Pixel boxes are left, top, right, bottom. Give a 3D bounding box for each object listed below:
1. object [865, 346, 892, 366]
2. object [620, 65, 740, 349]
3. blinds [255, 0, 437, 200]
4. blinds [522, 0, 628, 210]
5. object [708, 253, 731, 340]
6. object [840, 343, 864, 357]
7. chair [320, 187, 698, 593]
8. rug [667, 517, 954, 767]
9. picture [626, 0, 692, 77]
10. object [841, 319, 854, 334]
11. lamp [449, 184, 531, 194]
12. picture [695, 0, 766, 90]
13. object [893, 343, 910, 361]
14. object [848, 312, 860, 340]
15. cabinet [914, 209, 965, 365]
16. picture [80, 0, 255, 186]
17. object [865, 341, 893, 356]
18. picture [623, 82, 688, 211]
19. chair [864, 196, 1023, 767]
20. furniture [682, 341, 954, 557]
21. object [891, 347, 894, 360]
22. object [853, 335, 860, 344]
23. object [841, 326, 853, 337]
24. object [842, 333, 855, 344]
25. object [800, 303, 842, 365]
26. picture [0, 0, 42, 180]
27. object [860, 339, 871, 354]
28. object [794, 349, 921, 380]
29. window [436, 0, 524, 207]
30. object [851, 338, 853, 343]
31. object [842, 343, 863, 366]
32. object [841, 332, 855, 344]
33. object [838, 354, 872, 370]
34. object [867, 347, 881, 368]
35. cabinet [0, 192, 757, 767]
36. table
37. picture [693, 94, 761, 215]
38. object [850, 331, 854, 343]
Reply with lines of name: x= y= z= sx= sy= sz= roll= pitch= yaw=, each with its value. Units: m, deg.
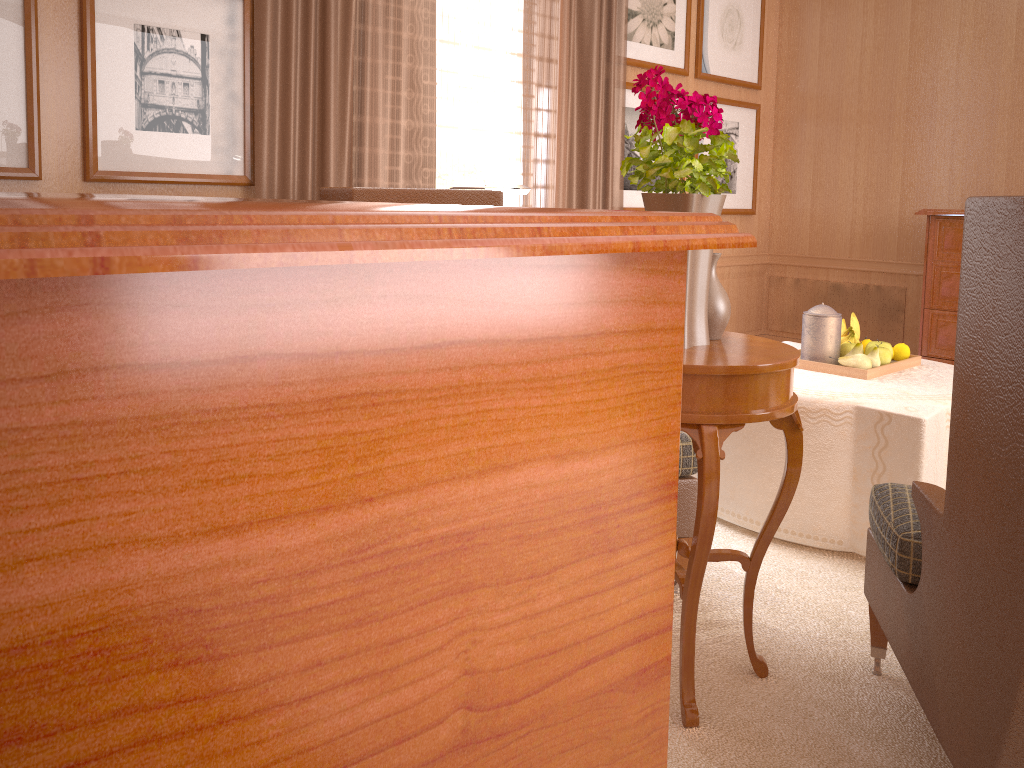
object: x=2.311 y=-0.168 z=5.557 sx=0.156 sy=0.133 sz=0.161 roll=-6 pitch=12 yaw=-39
object: x=0.676 y=-0.704 z=3.513 sx=0.459 sy=1.077 sz=0.528 roll=7 pitch=9 yaw=44
blinds: x=-1.127 y=-1.769 z=6.155 sx=1.434 sy=4.747 sz=0.268 roll=-4 pitch=7 yaw=-43
blinds: x=0.551 y=-2.077 z=7.758 sx=0.268 sy=4.737 sz=1.454 roll=6 pitch=8 yaw=44
object: x=0.822 y=-0.368 z=3.679 sx=0.186 sy=0.354 sz=0.188 roll=0 pitch=7 yaw=-11
object: x=2.182 y=-0.195 z=5.668 sx=0.156 sy=0.133 sz=0.161 roll=-6 pitch=12 yaw=-39
chair: x=-0.183 y=-0.081 z=4.891 sx=1.721 sy=1.951 sz=1.938 roll=-2 pitch=9 yaw=-19
rug: x=2.378 y=1.125 z=4.182 sx=6.037 sy=0.020 sz=8.036 roll=-10 pitch=16 yaw=-43
picture: x=1.357 y=-3.677 z=8.514 sx=1.257 sy=1.235 sz=0.048 roll=-7 pitch=9 yaw=-44
object: x=2.239 y=-0.334 z=5.934 sx=0.065 sy=0.169 sz=0.382 roll=3 pitch=11 yaw=12
lamp: x=-0.190 y=-0.288 z=5.743 sx=0.630 sy=2.004 sz=0.570 roll=2 pitch=6 yaw=8
picture: x=2.373 y=-3.860 z=9.483 sx=1.257 sy=1.235 sz=0.048 roll=-7 pitch=9 yaw=-44
object: x=2.570 y=-0.205 z=5.817 sx=0.114 sy=0.132 sz=0.109 roll=2 pitch=8 yaw=3
object: x=2.308 y=-0.376 z=5.924 sx=0.071 sy=0.167 sz=0.409 roll=4 pitch=11 yaw=22
cabinet: x=4.997 y=-0.452 z=7.349 sx=1.424 sy=1.920 sz=2.793 roll=-6 pitch=12 yaw=-43
picture: x=-2.067 y=-1.851 z=5.383 sx=1.056 sy=1.235 sz=0.048 roll=-6 pitch=9 yaw=-44
object: x=2.377 y=-0.203 z=5.705 sx=0.169 sy=0.145 sz=0.175 roll=2 pitch=9 yaw=2
picture: x=1.327 y=-2.291 z=8.639 sx=1.257 sy=1.235 sz=0.048 roll=-7 pitch=9 yaw=-44
chair: x=2.089 y=0.463 z=2.549 sx=1.914 sy=1.951 sz=1.742 roll=5 pitch=9 yaw=21
furniture: x=2.115 y=0.328 z=5.730 sx=1.968 sy=0.889 sz=1.965 roll=11 pitch=15 yaw=42
object: x=2.479 y=-0.208 z=5.849 sx=0.111 sy=0.109 sz=0.135 roll=-6 pitch=12 yaw=-40
object: x=2.317 y=-0.298 z=5.923 sx=0.072 sy=0.170 sz=0.402 roll=4 pitch=11 yaw=22
object: x=2.201 y=-0.357 z=5.963 sx=0.091 sy=0.126 sz=0.415 roll=2 pitch=11 yaw=5
object: x=2.111 y=-0.276 z=5.892 sx=0.071 sy=0.183 sz=0.397 roll=-2 pitch=11 yaw=-29
object: x=1.980 y=-0.325 z=5.634 sx=0.234 sy=0.388 sz=0.237 roll=3 pitch=7 yaw=13
picture: x=-3.067 y=-1.671 z=4.430 sx=1.257 sy=1.235 sz=0.048 roll=-7 pitch=9 yaw=-44
object: x=2.411 y=-0.240 z=5.989 sx=0.114 sy=0.132 sz=0.109 roll=2 pitch=8 yaw=3
object: x=2.183 y=-0.156 z=5.745 sx=0.806 sy=0.059 sz=0.645 roll=-10 pitch=16 yaw=-43
window: x=-0.631 y=-2.670 z=7.288 sx=2.447 sy=3.341 sz=0.853 roll=-6 pitch=9 yaw=-44
object: x=2.165 y=-0.281 z=5.926 sx=0.062 sy=0.179 sz=0.401 roll=0 pitch=11 yaw=-15
object: x=2.141 y=-0.165 z=5.515 sx=0.130 sy=0.195 sz=0.132 roll=0 pitch=7 yaw=-8
object: x=2.124 y=-0.328 z=5.896 sx=0.104 sy=0.157 sz=0.381 roll=-1 pitch=11 yaw=-20
object: x=2.095 y=-0.120 z=5.355 sx=0.194 sy=0.127 sz=0.135 roll=-3 pitch=10 yaw=-24
object: x=2.219 y=-0.159 z=5.425 sx=0.098 sy=0.146 sz=0.099 roll=0 pitch=7 yaw=-8
cabinet: x=-1.087 y=0.546 z=2.007 sx=1.424 sy=1.920 sz=2.793 roll=-6 pitch=12 yaw=-43
table: x=0.622 y=0.506 z=3.628 sx=0.929 sy=1.357 sz=1.050 roll=-4 pitch=9 yaw=-36
picture: x=2.343 y=-2.474 z=9.608 sx=1.257 sy=1.235 sz=0.048 roll=-7 pitch=9 yaw=-44
object: x=2.260 y=-0.287 z=5.933 sx=0.062 sy=0.197 sz=0.391 roll=2 pitch=11 yaw=11
